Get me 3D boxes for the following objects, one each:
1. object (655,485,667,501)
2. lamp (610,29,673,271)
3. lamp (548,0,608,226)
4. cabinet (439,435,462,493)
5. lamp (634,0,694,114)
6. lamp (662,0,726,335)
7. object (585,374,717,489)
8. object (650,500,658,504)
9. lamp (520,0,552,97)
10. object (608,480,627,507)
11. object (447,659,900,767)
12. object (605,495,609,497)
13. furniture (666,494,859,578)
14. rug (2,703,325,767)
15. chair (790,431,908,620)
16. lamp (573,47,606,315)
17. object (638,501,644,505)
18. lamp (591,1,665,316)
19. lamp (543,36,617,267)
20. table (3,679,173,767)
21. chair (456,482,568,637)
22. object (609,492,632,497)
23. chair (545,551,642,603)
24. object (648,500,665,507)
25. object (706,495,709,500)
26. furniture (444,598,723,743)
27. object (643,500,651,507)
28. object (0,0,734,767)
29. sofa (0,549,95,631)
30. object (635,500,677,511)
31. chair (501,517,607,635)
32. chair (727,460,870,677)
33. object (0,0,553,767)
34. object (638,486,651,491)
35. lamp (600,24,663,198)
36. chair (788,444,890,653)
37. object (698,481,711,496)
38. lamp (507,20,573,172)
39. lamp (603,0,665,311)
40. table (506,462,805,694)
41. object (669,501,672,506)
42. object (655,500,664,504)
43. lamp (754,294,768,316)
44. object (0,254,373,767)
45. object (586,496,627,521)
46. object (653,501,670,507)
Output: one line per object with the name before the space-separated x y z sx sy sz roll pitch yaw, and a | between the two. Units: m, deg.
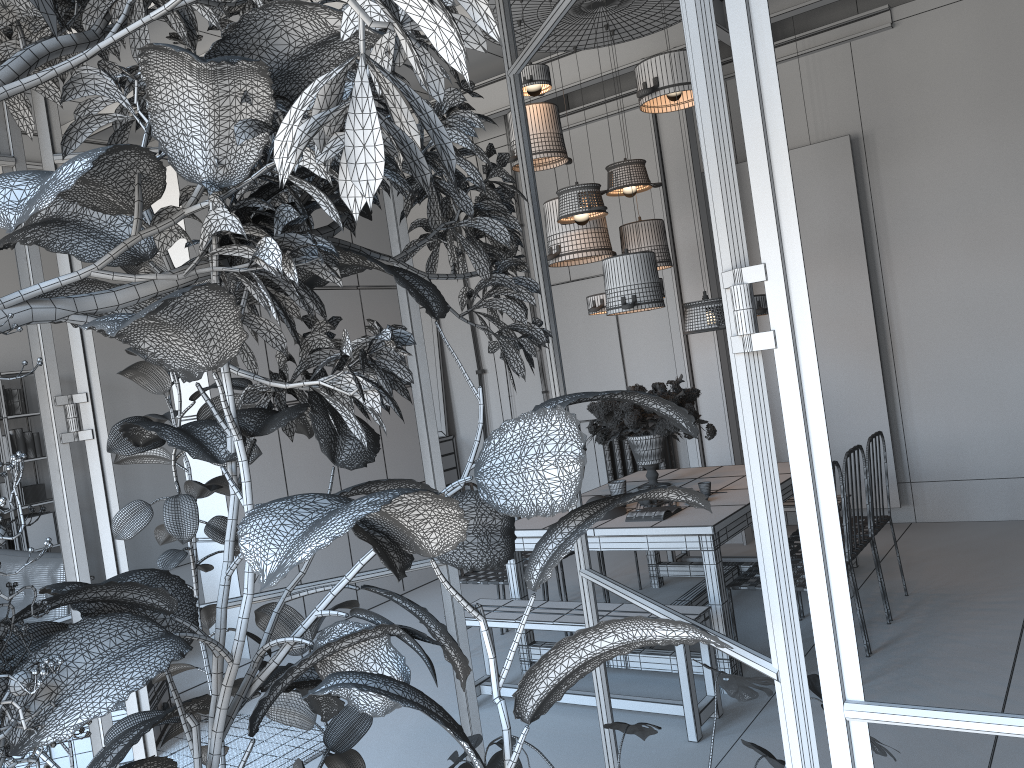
object | 0.810 0.591 4.802 0.071 0.076 0.071 -9 1 -31
lamp | 0.759 -1.496 5.673 0.364 1.553 0.322 -8 1 -10
lamp | 0.317 -1.544 5.016 0.359 1.306 0.301 -8 1 27
cabinet | -1.037 1.112 9.192 0.796 1.026 0.668 -8 1 34
lamp | 0.873 -1.932 5.008 0.403 0.687 0.505 -8 1 12
lamp | 0.924 -1.275 4.773 0.359 2.004 0.301 -8 1 32
object | 0.785 0.302 5.363 0.782 0.654 0.697 -7 1 36
object | 0.753 0.614 4.717 0.043 0.050 0.044 -9 1 -38
lamp | 0.089 -1.885 4.952 0.202 0.564 0.253 -9 1 -18
object | 0.580 0.601 4.814 0.102 0.146 0.102 -8 1 -1
object | 0.188 1.097 1.537 0.920 1.001 1.125 -8 1 31
object | 0.600 0.649 5.029 0.211 0.024 0.211 -9 1 -13
furniture | 1.676 1.049 6.092 1.260 0.478 0.300 -8 1 34
rug | -2.314 1.907 4.159 2.524 0.007 1.961 -8 1 34
chair | 1.888 0.779 5.049 0.488 0.975 0.474 -8 1 34
lamp | 0.544 -1.344 5.886 0.323 1.798 0.404 -8 1 2
object | 0.699 0.626 4.730 0.051 0.045 0.045 -8 1 12
lamp | 0.519 -1.295 4.653 0.352 1.845 0.312 -9 1 -30
lamp | 0.329 -1.484 5.549 0.470 1.447 0.415 -8 1 5
table | -2.114 1.717 4.512 0.706 0.330 0.667 -8 1 -11
chair | -0.065 1.061 5.169 0.488 0.975 0.474 -8 1 34
object | 0.620 0.639 5.044 0.135 0.029 0.135 -8 1 27
chair | 0.492 0.965 6.001 0.488 0.975 0.474 -8 1 34
object | 0.809 0.624 4.704 0.249 0.015 0.024 -9 1 -36
object | 0.962 0.607 4.628 0.133 0.029 0.133 -8 1 -8
furniture | 0.302 1.285 4.088 1.260 0.478 0.300 -8 1 34
object | 0.712 0.625 4.682 0.044 0.043 0.043 -8 1 6
object | -0.267 0.564 1.214 1.270 2.157 0.868 -9 1 -25
sofa | -3.513 1.571 5.466 2.347 0.948 0.952 -8 1 34
object | 0.778 0.640 4.765 0.213 0.012 0.335 -8 1 11
chair | 0.217 1.012 5.590 0.488 0.975 0.474 -8 1 34
chair | 1.331 0.875 4.217 0.488 0.975 0.474 -8 1 34
object | -0.827 -0.341 1.044 2.486 4.154 2.243 -8 1 6
object | 0.729 0.601 4.854 0.071 0.076 0.071 -8 1 31
lamp | 0.667 -1.712 5.571 0.359 1.094 0.301 -9 1 -38
chair | 1.606 0.828 4.627 0.488 0.975 0.474 -8 1 34
object | 1.043 0.570 4.783 0.071 0.076 0.071 -8 1 -9
lamp | 0.106 -1.739 5.287 0.392 0.870 0.346 -8 1 5
lamp | 0.667 -1.331 5.136 0.202 1.831 0.253 -9 1 -18
table | 0.952 1.026 5.089 1.239 0.819 1.784 -8 1 34
object | 0.837 0.614 4.669 0.021 0.026 0.173 -8 1 18
object | 0.795 0.623 4.704 0.021 0.019 0.174 -8 1 31
lamp | 1.256 -1.323 5.356 0.404 2.026 0.323 -7 1 37
object | -0.673 0.623 1.726 1.309 2.183 1.253 -7 1 45
object | 0.469 0.686 4.631 0.260 0.211 0.236 -9 1 -38
object | 0.818 0.621 4.681 0.024 0.017 0.249 -7 1 44
